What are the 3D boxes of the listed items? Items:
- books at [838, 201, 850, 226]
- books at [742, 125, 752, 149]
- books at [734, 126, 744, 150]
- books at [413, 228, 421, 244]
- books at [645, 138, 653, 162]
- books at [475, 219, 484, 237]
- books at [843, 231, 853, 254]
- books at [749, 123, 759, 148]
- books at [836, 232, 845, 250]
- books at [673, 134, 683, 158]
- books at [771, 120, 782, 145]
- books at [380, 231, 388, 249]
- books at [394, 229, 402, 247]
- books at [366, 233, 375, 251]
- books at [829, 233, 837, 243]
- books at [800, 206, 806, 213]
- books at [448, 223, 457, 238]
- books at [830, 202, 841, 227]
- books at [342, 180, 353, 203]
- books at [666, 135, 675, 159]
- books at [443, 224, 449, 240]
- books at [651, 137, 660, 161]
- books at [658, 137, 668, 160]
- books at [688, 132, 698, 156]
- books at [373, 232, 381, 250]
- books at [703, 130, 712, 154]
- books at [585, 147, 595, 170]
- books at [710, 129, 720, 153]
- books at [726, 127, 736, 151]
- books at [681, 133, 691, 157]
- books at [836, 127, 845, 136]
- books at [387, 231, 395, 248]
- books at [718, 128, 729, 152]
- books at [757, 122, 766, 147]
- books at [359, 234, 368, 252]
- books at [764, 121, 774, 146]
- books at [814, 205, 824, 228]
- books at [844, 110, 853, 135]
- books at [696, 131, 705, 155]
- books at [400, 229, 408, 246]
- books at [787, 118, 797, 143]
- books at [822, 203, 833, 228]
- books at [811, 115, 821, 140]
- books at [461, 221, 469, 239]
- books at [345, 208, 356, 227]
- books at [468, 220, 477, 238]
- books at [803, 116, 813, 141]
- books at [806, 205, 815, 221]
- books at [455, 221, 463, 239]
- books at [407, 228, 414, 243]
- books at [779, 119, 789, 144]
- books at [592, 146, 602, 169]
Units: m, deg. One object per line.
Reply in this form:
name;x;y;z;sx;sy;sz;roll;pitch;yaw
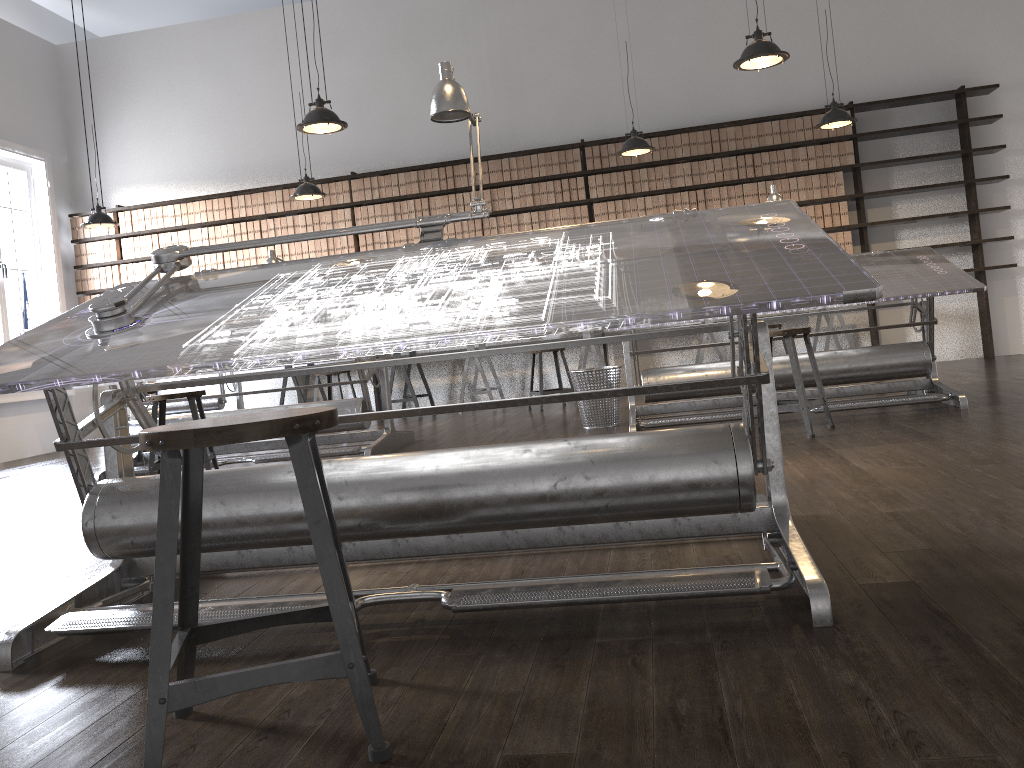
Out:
books;3.068;-1.569;8.219;0.066;0.225;0.175;-6;1;9
books;2.206;-2.310;8.346;0.066;0.226;0.175;-6;1;9
books;2.136;-2.303;8.357;0.066;0.226;0.174;-6;1;9
books;-0.925;-1.442;8.834;0.066;0.225;0.175;-6;1;9
books;1.304;-2.220;8.483;0.066;0.225;0.175;-6;1;9
books;-0.307;-1.503;8.736;0.067;0.226;0.175;-6;1;9
books;3.104;-1.296;8.217;0.066;0.226;0.175;-6;1;9
books;2.271;-2.316;8.330;0.067;0.226;0.175;-6;1;9
books;3.035;-1.289;8.226;0.066;0.225;0.175;-6;1;9
books;1.581;-2.247;8.440;0.066;0.226;0.174;-6;1;9
books;2.470;-2.336;8.300;0.067;0.226;0.175;-6;1;9
books;-1.259;-1.408;8.884;0.066;0.226;0.174;-6;1;9
books;-1.119;-1.422;8.866;0.066;0.226;0.175;-6;1;9
books;-1.402;-1.394;8.905;0.067;0.226;0.175;-6;1;9
books;2.972;-1.282;8.232;0.067;0.226;0.175;-6;1;9
books;2.708;-1.533;8.276;0.066;0.226;0.174;-6;1;9
books;-0.577;-1.476;8.776;0.066;0.226;0.175;-6;1;9
books;2.994;-1.561;8.233;0.066;0.225;0.175;-6;1;9
books;-1.641;-1.925;8.936;0.066;0.226;0.175;-6;1;9
books;1.513;-2.241;8.454;0.066;0.226;0.174;-6;1;9
books;-0.648;-1.469;8.791;0.066;0.226;0.174;-6;1;9
books;1.374;-2.227;8.470;0.067;0.226;0.175;-6;1;9
books;1.444;-2.234;8.463;0.066;0.226;0.175;-6;1;9
books;1.723;-2.261;8.414;0.067;0.226;0.175;-6;1;9
books;-1.328;-1.401;8.899;0.066;0.226;0.175;-6;1;9
books;1.850;-2.274;8.402;0.066;0.225;0.175;-6;1;9
books;0.755;-2.165;8.571;0.066;0.225;0.175;-6;1;9
books;1.922;-2.282;8.385;0.067;0.226;0.175;-6;1;9
books;2.066;-2.296;8.363;0.066;0.226;0.174;-6;1;9
books;1.652;-2.254;8.425;0.066;0.226;0.175;-6;1;9
books;3.023;-2.392;8.220;0.066;0.226;0.174;-6;1;9
books;-1.188;-1.415;8.877;0.066;0.226;0.174;-6;1;9
books;1.997;-2.289;8.379;0.066;0.226;0.175;-6;1;9
books;2.337;-2.323;8.324;0.066;0.225;0.175;-6;1;9
books;-1.474;-1.387;8.922;0.066;0.225;0.175;-6;1;9
books;2.399;-2.329;8.313;0.066;0.225;0.175;-6;1;9
books;2.848;-1.547;8.255;0.066;0.226;0.175;-6;1;9
books;3.091;-2.399;8.206;0.066;0.226;0.174;-6;1;9
books;1.785;-2.268;8.409;0.066;0.225;0.175;-6;1;9
books;-1.053;-1.429;8.850;0.067;0.226;0.175;-6;1;9
books;2.608;-2.350;8.285;0.066;0.226;0.174;-6;1;9
books;2.920;-1.554;8.238;0.067;0.226;0.175;-6;1;9
books;2.818;-2.371;8.245;0.067;0.226;0.175;-6;1;9
books;-0.443;-1.490;8.760;0.066;0.225;0.175;-6;1;9
books;-1.618;-1.649;8.936;0.067;0.226;0.175;-6;1;9
books;-0.379;-1.496;8.752;0.066;0.225;0.175;-6;1;9
books;2.747;-2.364;8.256;0.066;0.226;0.175;-6;1;9
books;2.777;-1.539;8.261;0.066;0.226;0.174;-6;1;9
books;-0.506;-1.483;8.765;0.067;0.226;0.175;-6;1;9
books;-0.987;-1.436;8.845;0.066;0.225;0.175;-6;1;9
books;2.540;-2.343;8.293;0.066;0.226;0.175;-6;1;9
books;0.827;-2.172;8.554;0.067;0.226;0.175;-6;1;9
